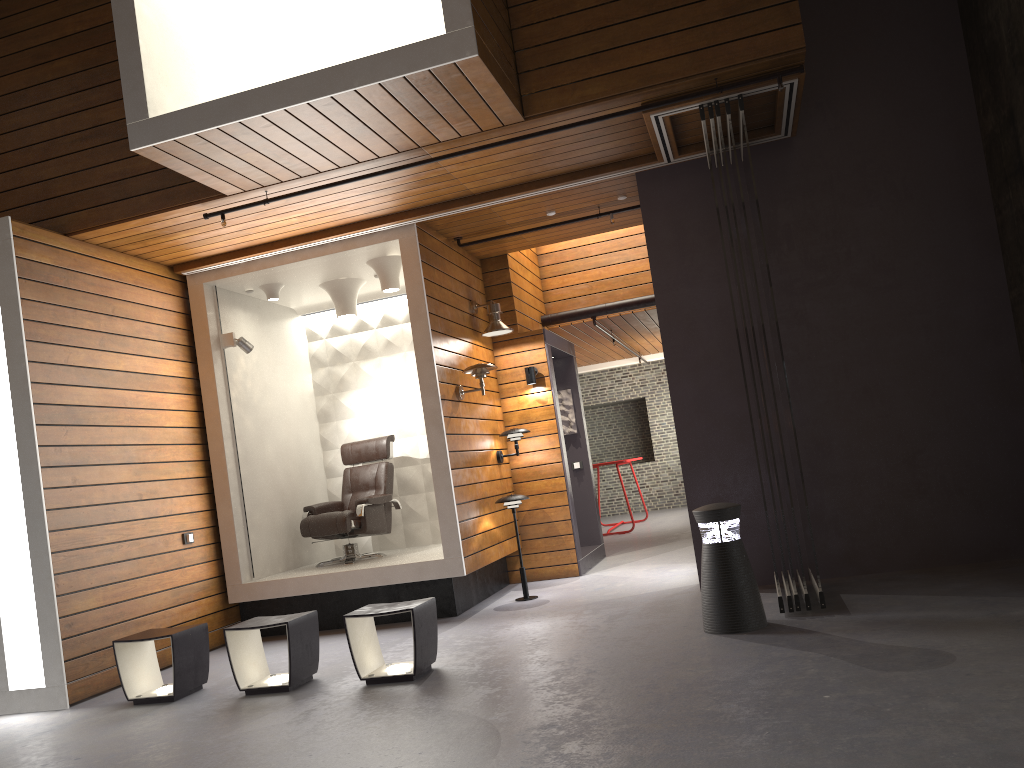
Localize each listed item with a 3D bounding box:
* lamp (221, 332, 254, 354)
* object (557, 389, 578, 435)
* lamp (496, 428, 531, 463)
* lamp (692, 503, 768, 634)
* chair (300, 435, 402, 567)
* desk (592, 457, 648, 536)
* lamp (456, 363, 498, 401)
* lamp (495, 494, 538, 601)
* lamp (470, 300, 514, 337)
[{"bbox_3d":[-2.259,-0.336,7.295,0.248,0.188,0.130,-7,-4,-16],"label":"lamp"},{"bbox_3d":[0.477,0.320,9.472,0.381,0.477,0.048,-9,-3,15],"label":"object"},{"bbox_3d":[0.020,0.540,7.914,0.327,0.296,0.288,-10,-4,15],"label":"lamp"},{"bbox_3d":[1.193,1.011,4.948,0.349,0.694,0.348,-10,-4,20],"label":"lamp"},{"bbox_3d":[-1.442,1.037,7.929,0.758,1.068,0.824,-11,-4,30],"label":"chair"},{"bbox_3d":[1.440,1.621,12.775,0.846,0.982,1.719,-9,-5,14],"label":"desk"},{"bbox_3d":[-0.275,-0.029,7.078,0.352,0.270,0.288,-10,-5,15],"label":"lamp"},{"bbox_3d":[0.057,1.321,7.208,0.287,0.860,0.288,-8,-3,0],"label":"lamp"},{"bbox_3d":[-0.176,-0.603,7.832,0.346,0.330,0.295,-10,-4,16],"label":"lamp"}]
